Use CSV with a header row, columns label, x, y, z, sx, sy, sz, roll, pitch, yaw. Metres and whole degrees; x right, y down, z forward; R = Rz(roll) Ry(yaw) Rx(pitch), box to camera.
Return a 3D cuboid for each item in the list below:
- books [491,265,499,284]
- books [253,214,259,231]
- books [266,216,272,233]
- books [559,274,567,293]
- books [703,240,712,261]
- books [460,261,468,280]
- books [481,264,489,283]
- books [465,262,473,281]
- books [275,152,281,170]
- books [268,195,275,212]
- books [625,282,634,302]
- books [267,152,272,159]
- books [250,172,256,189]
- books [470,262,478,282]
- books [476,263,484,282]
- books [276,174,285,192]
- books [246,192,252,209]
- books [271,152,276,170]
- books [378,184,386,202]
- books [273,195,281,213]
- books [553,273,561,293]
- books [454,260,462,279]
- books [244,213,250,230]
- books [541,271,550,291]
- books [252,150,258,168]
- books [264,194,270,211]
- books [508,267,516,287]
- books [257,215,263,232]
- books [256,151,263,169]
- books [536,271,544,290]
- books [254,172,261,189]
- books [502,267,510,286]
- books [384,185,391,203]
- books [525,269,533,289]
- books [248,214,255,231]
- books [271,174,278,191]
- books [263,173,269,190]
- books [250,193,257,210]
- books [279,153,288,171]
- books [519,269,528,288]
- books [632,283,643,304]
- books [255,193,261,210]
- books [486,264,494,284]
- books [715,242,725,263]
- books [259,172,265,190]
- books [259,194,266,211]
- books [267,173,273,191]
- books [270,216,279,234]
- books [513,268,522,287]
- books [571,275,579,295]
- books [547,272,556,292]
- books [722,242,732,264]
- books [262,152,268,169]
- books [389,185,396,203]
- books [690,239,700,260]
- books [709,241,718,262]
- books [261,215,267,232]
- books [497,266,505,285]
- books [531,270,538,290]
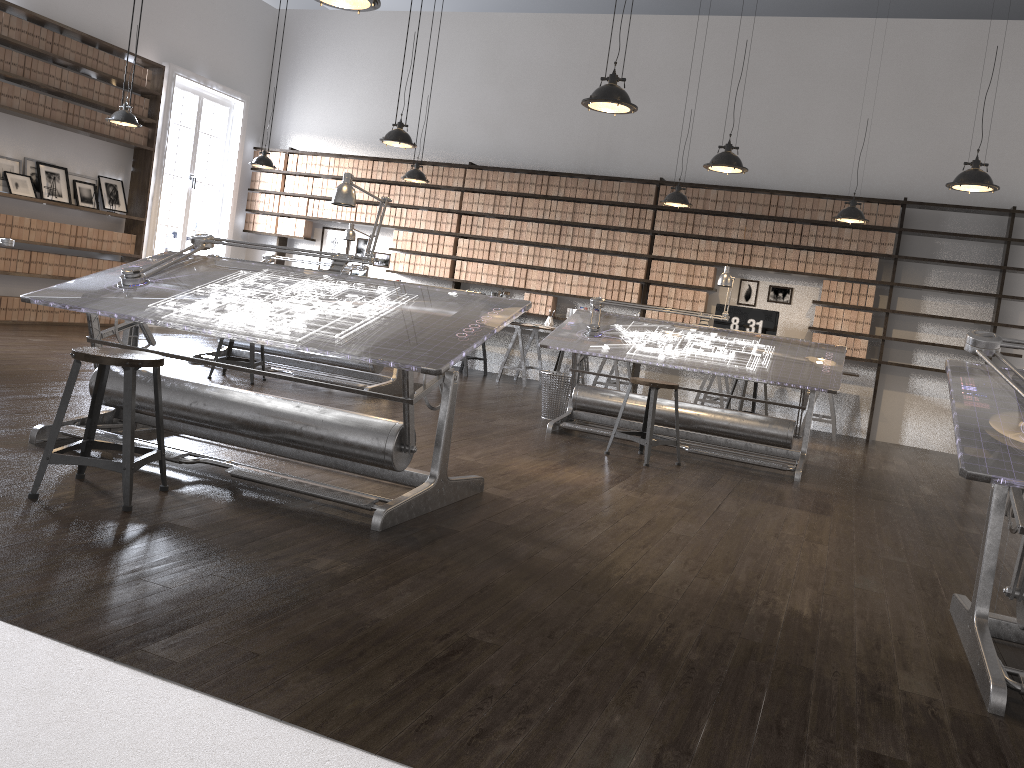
label,x,y,z,sx,sy,sz,roll,pitch,yaw
books,-0.168,-1.287,10.485,0.067,0.225,0.174,9,4,21
books,-3.329,-2.119,11.712,0.067,0.225,0.174,9,4,21
books,-3.146,-2.086,11.634,0.067,0.225,0.174,9,4,20
books,0.612,-1.150,10.191,0.067,0.225,0.174,9,4,21
books,2.134,-1.436,9.612,0.067,0.225,0.174,9,4,21
books,-0.548,-1.355,10.635,0.067,0.225,0.174,9,4,21
books,-0.287,-1.309,10.534,0.067,0.225,0.174,9,4,20
books,-0.482,-1.343,10.613,0.067,0.225,0.174,9,4,20
books,-3.022,-2.902,11.599,0.067,0.225,0.174,9,4,20
books,-3.107,-2.360,11.624,0.067,0.225,0.174,9,4,21
books,1.328,-1.024,9.911,0.067,0.225,0.174,9,4,21
books,-3.150,-2.925,11.654,0.067,0.225,0.174,9,4,21
books,-3.378,-2.685,11.736,0.067,0.225,0.174,9,4,20
books,-0.418,-1.332,10.587,0.067,0.225,0.174,9,4,20
books,-0.354,-1.320,10.558,0.067,0.225,0.174,9,4,21
books,-2.998,-2.618,11.591,0.067,0.225,0.174,9,4,20
books,-3.436,-2.418,11.749,0.067,0.225,0.174,9,4,20
books,-3.086,-2.914,11.627,0.067,0.225,0.174,9,4,21
books,-1.583,-2.363,11.047,0.067,0.225,0.174,9,4,21
books,-3.037,-2.348,11.603,0.067,0.225,0.174,9,4,20
books,0.548,-1.162,10.217,0.067,0.225,0.174,9,4,21
books,-0.616,-1.366,10.657,0.067,0.225,0.174,9,4,21
books,-3.467,-2.143,11.765,0.067,0.225,0.174,9,4,21
books,0.414,-1.185,10.261,0.067,0.225,0.174,9,4,20
books,-3.350,-2.960,11.723,0.067,0.225,0.174,9,4,21
books,-3.174,-2.372,11.656,0.067,0.225,0.174,9,4,20
books,0.026,-1.253,10.413,0.067,0.225,0.174,9,4,21
books,-3.269,-2.109,11.686,0.067,0.225,0.174,9,4,20
books,-3.283,-2.948,11.697,0.067,0.225,0.174,9,4,20
books,0.347,-1.196,10.287,0.067,0.225,0.174,9,4,21
books,-3.315,-2.674,11.708,0.067,0.225,0.174,9,4,21
books,-0.038,-1.265,10.442,0.067,0.225,0.174,9,4,20
books,-1.516,-2.351,11.015,0.067,0.225,0.174,9,4,20
books,0.231,-1.218,10.339,0.067,0.225,0.174,9,4,21
books,-3.399,-2.131,11.733,0.067,0.225,0.174,9,4,20
books,-3.064,-2.630,11.616,0.067,0.225,0.174,9,4,20
books,-3.188,-2.652,11.663,0.067,0.225,0.174,9,4,20
books,-3.371,-2.407,11.731,0.067,0.225,0.174,9,4,21
books,-2.955,-2.891,11.575,0.067,0.225,0.174,9,4,21
books,0.160,-1.230,10.360,0.067,0.225,0.174,9,4,20
books,1.401,-1.011,9.885,0.067,0.225,0.174,9,4,20
books,-3.306,-2.395,11.706,0.067,0.225,0.174,9,4,21
books,-0.228,-1.298,10.513,0.067,0.225,0.174,9,4,20
books,2.258,-1.414,9.565,0.067,0.225,0.174,9,4,21
books,-3.247,-2.662,11.684,0.067,0.225,0.174,9,4,20
books,-3.242,-2.384,11.677,0.067,0.225,0.174,9,4,20
books,-3.128,-2.641,11.635,0.067,0.225,0.174,9,4,21
books,-3.078,-2.075,11.611,0.067,0.225,0.174,9,4,20
books,0.093,-1.242,10.392,0.067,0.225,0.174,9,4,21
books,0.743,-1.127,10.138,0.067,0.225,0.174,9,4,21
books,0.482,-1.173,10.239,0.067,0.225,0.174,9,4,20
books,2.323,-1.402,9.540,0.067,0.225,0.174,9,4,21
books,-3.215,-2.937,11.675,0.067,0.225,0.174,9,4,20
books,-1.445,-2.339,10.994,0.067,0.225,0.174,9,4,21
books,2.007,-1.457,9.657,0.067,0.225,0.174,9,4,20
books,2.194,-1.424,9.584,0.067,0.225,0.174,9,4,20
books,-3.213,-2.098,11.660,0.067,0.225,0.174,9,4,21
books,-0.104,-1.277,10.467,0.067,0.225,0.174,9,4,20
books,0.290,-1.207,10.313,0.067,0.225,0.174,9,4,20
